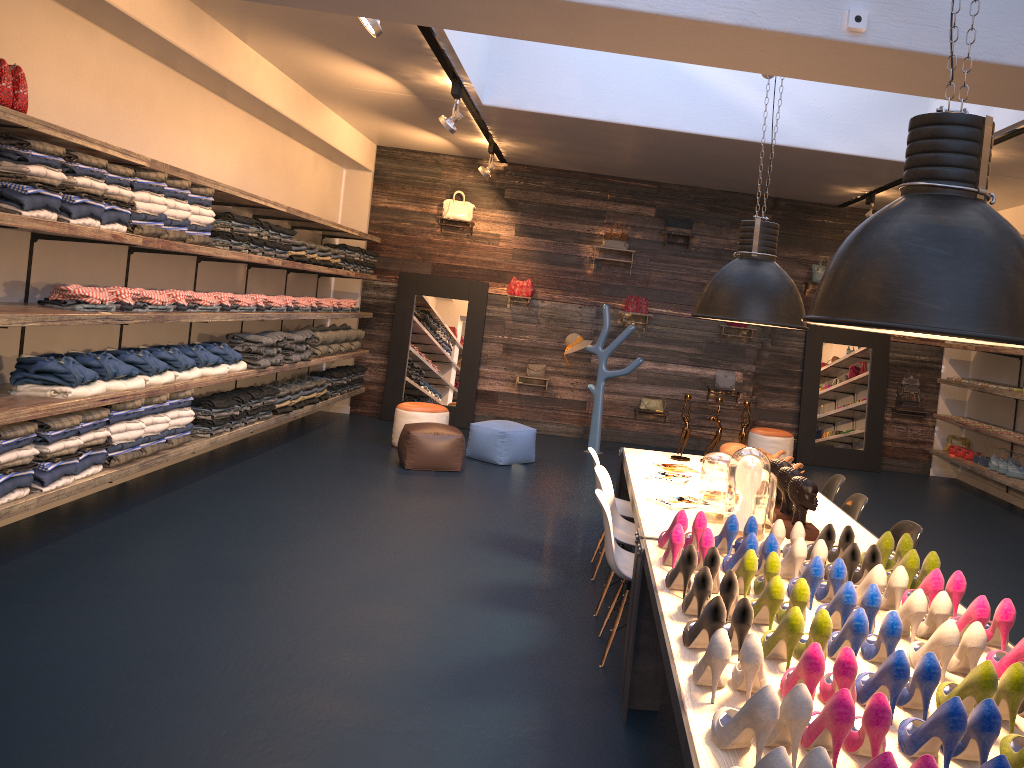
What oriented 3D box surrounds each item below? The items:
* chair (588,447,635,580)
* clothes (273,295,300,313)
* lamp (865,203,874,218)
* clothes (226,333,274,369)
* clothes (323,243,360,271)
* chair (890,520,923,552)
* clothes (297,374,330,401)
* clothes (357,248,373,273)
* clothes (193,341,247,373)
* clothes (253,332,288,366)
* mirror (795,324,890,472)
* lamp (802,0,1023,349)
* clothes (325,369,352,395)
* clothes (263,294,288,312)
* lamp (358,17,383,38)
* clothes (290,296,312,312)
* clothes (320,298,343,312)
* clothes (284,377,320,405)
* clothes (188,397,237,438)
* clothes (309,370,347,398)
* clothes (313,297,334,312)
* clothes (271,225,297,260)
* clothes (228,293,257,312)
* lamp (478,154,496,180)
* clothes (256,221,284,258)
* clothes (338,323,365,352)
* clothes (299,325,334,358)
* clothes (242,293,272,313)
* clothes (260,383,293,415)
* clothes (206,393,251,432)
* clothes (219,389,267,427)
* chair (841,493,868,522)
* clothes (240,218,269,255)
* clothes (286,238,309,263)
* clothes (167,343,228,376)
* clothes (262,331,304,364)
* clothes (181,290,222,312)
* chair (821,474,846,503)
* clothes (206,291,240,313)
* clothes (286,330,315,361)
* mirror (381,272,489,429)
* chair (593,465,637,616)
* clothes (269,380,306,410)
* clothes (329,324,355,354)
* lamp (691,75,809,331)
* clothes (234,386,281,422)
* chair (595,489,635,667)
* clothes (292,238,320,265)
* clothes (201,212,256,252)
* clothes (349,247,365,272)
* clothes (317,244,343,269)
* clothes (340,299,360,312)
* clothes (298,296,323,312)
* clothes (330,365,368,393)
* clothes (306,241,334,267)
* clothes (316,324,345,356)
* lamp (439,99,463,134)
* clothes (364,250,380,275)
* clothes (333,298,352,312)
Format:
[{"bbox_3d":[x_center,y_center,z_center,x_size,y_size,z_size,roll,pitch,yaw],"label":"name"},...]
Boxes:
[{"bbox_3d":[0.729,0.849,5.717,0.549,0.800,0.463,7,2,-1],"label":"chair"},{"bbox_3d":[-2.237,-0.782,8.411,0.325,0.154,0.347,6,5,-5],"label":"clothes"},{"bbox_3d":[4.354,-2.018,10.467,0.222,0.327,0.195,9,3,44],"label":"lamp"},{"bbox_3d":[-2.280,-0.288,7.508,0.385,0.302,0.341,6,3,-12],"label":"clothes"},{"bbox_3d":[-1.949,-1.440,9.826,0.369,0.298,0.328,7,3,3],"label":"clothes"},{"bbox_3d":[1.782,1.091,4.447,0.557,0.800,0.456,6,2,-7],"label":"chair"},{"bbox_3d":[-2.211,0.039,9.449,0.420,0.251,0.344,6,4,-3],"label":"clothes"},{"bbox_3d":[-1.901,-1.495,10.479,0.354,0.298,0.305,7,3,0],"label":"clothes"},{"bbox_3d":[-2.427,-0.229,7.060,0.427,0.240,0.428,7,4,0],"label":"clothes"},{"bbox_3d":[-2.255,-0.328,7.886,0.403,0.317,0.347,6,3,-13],"label":"clothes"},{"bbox_3d":[4.469,0.164,11.710,1.167,1.916,0.264,7,1,-4],"label":"mirror"},{"bbox_3d":[1.239,-0.947,2.398,0.720,1.645,0.680,6,1,-9],"label":"lamp"},{"bbox_3d":[-2.081,-0.035,10.163,0.377,0.298,0.312,6,3,-11],"label":"clothes"},{"bbox_3d":[-2.292,-0.751,8.075,0.335,0.159,0.334,8,5,21],"label":"clothes"},{"bbox_3d":[-0.768,-2.101,4.914,0.260,0.327,0.167,4,3,-44],"label":"lamp"},{"bbox_3d":[-2.226,-0.810,8.796,0.335,0.159,0.334,8,5,21],"label":"clothes"},{"bbox_3d":[-2.102,-0.905,9.893,0.325,0.154,0.347,6,5,-5],"label":"clothes"},{"bbox_3d":[-2.249,0.071,9.053,0.406,0.251,0.356,7,4,9],"label":"clothes"},{"bbox_3d":[-2.381,0.248,6.768,0.369,0.298,0.328,7,3,3],"label":"clothes"},{"bbox_3d":[-2.100,-0.007,9.837,0.369,0.298,0.328,7,3,3],"label":"clothes"},{"bbox_3d":[-2.156,-0.873,9.557,0.335,0.159,0.334,8,5,21],"label":"clothes"},{"bbox_3d":[-2.151,-1.268,7.738,0.347,0.298,0.312,7,3,6],"label":"clothes"},{"bbox_3d":[-2.359,-0.689,7.337,0.335,0.159,0.334,8,5,21],"label":"clothes"},{"bbox_3d":[-0.287,-2.536,10.169,0.222,0.327,0.195,9,3,44],"label":"lamp"},{"bbox_3d":[-2.181,-1.241,7.410,0.354,0.298,0.305,7,3,0],"label":"clothes"},{"bbox_3d":[-2.024,-0.580,10.680,0.332,0.341,0.400,7,3,8],"label":"clothes"},{"bbox_3d":[-2.145,-0.471,9.356,0.332,0.341,0.400,7,3,8],"label":"clothes"},{"bbox_3d":[-2.305,-0.721,7.673,0.325,0.154,0.347,6,5,-5],"label":"clothes"},{"bbox_3d":[-2.323,0.139,8.241,0.406,0.251,0.356,7,4,9],"label":"clothes"},{"bbox_3d":[-2.362,0.219,7.094,0.377,0.298,0.312,6,3,-11],"label":"clothes"},{"bbox_3d":[-2.332,0.192,7.420,0.354,0.298,0.305,7,3,0],"label":"clothes"},{"bbox_3d":[1.779,1.028,5.118,0.549,0.800,0.463,7,2,-1],"label":"chair"},{"bbox_3d":[-2.211,-1.214,7.083,0.377,0.298,0.312,6,3,-11],"label":"clothes"},{"bbox_3d":[-2.172,-1.295,8.230,0.406,0.251,0.356,7,4,9],"label":"clothes"},{"bbox_3d":[-2.465,-0.196,6.659,0.408,0.240,0.446,8,4,16],"label":"clothes"},{"bbox_3d":[-2.208,-0.353,8.298,0.385,0.302,0.341,6,3,-12],"label":"clothes"},{"bbox_3d":[-2.425,-0.630,6.616,0.335,0.159,0.334,8,5,21],"label":"clothes"},{"bbox_3d":[1.903,0.980,5.785,0.545,0.800,0.466,7,2,1],"label":"chair"},{"bbox_3d":[-2.371,-0.661,6.952,0.325,0.154,0.347,6,5,-5],"label":"clothes"},{"bbox_3d":[-2.182,-0.393,8.675,0.403,0.317,0.347,6,3,-13],"label":"clothes"},{"bbox_3d":[-0.989,-0.438,11.280,1.167,1.916,0.264,7,1,-4],"label":"mirror"},{"bbox_3d":[0.709,0.909,5.045,0.536,0.800,0.474,7,2,7],"label":"chair"},{"bbox_3d":[-2.285,0.106,8.637,0.420,0.251,0.344,6,4,-3],"label":"clothes"},{"bbox_3d":[-2.064,-0.544,10.239,0.332,0.341,0.400,7,3,8],"label":"clothes"},{"bbox_3d":[1.484,-1.172,5.108,0.647,1.645,0.752,7,1,37],"label":"lamp"},{"bbox_3d":[-2.302,0.165,7.748,0.347,0.298,0.312,7,3,6],"label":"clothes"},{"bbox_3d":[0.647,0.964,4.379,0.549,0.800,0.463,7,2,-1],"label":"chair"},{"bbox_3d":[-2.134,-1.327,8.626,0.420,0.251,0.344,6,4,-3],"label":"clothes"},{"bbox_3d":[-2.230,-1.186,6.757,0.369,0.298,0.328,7,3,3],"label":"clothes"},{"bbox_3d":[-1.930,-1.468,10.152,0.377,0.298,0.312,6,3,-11],"label":"clothes"},{"bbox_3d":[-2.060,-1.395,9.439,0.420,0.251,0.344,6,4,-3],"label":"clothes"},{"bbox_3d":[-2.036,-0.965,10.614,0.325,0.154,0.347,6,5,-5],"label":"clothes"},{"bbox_3d":[-2.172,-0.842,9.132,0.325,0.154,0.347,6,5,-5],"label":"clothes"},{"bbox_3d":[-2.039,-0.076,10.657,0.364,0.298,0.651,7,4,4],"label":"clothes"},{"bbox_3d":[-2.098,-1.362,9.043,0.406,0.251,0.356,7,4,9],"label":"clothes"},{"bbox_3d":[-2.105,-0.507,9.798,0.332,0.341,0.400,7,3,8],"label":"clothes"},{"bbox_3d":[-0.528,-2.318,7.531,0.222,0.327,0.195,9,3,44],"label":"lamp"},{"bbox_3d":[-1.871,-1.523,10.807,0.347,0.298,0.312,7,3,6],"label":"clothes"},{"bbox_3d":[-2.091,-0.933,10.278,0.335,0.159,0.334,8,5,21],"label":"clothes"}]
